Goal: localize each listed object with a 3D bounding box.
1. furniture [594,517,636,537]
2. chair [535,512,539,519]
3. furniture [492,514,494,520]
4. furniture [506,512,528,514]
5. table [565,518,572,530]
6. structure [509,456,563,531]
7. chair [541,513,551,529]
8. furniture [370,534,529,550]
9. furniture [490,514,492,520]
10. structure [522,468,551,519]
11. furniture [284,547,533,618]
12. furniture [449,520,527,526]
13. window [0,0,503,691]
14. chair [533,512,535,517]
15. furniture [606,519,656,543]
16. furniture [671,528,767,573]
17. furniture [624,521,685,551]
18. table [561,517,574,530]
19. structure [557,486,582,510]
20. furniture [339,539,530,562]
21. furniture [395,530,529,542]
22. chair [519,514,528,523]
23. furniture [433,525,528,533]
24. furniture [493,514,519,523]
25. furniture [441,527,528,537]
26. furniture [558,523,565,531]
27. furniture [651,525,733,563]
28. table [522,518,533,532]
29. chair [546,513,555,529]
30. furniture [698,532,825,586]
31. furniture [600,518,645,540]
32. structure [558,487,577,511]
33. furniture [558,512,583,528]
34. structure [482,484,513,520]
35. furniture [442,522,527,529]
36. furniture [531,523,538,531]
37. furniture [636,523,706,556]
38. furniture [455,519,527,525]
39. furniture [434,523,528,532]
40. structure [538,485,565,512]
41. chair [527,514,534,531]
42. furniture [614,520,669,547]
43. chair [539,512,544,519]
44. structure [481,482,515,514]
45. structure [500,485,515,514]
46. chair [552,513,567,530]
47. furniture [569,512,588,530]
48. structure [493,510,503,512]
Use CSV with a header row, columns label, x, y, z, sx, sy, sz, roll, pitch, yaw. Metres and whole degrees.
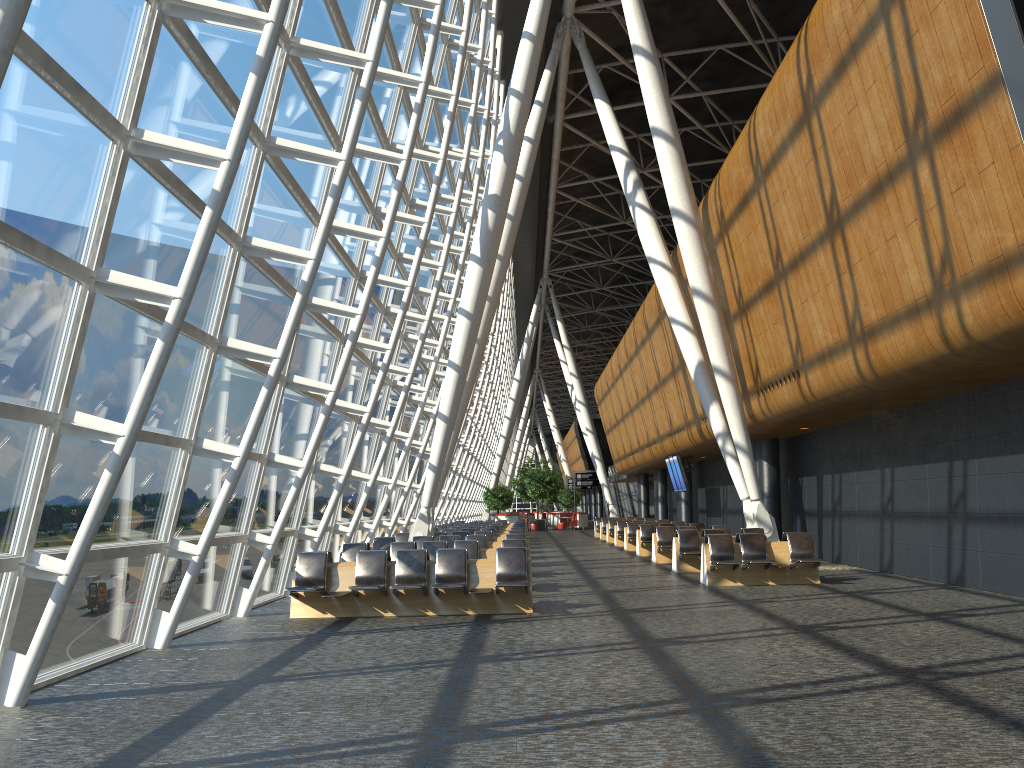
label,x,y,z,sx,sy,sz,roll,pitch,yaw
furniture,4.621,6.368,39.260,1.896,0.864,1.673,-1,-7,1
chair,2.181,10.265,67.251,0.660,1.005,0.626,0,-4,-14
furniture,-0.713,8.640,55.150,0.889,1.001,2.848,-2,-7,13
furniture,0.436,10.878,71.345,0.892,1.003,2.836,-6,-8,43
table,3.391,8.375,53.014,0.799,0.746,0.804,-3,-5,17
structure,1.357,6.675,54.033,3.092,4.511,5.846,-1,-6,-7
chair,2.317,8.670,55.870,0.663,1.005,0.624,-4,-4,36
furniture,-1.264,3.548,18.118,3.251,0.864,1.673,-1,-7,1
furniture,-0.416,11.547,75.453,3.251,0.864,1.673,-1,-7,1
structure,2.027,8.890,69.978,3.098,4.512,5.773,-3,-6,23
furniture,-1.353,2.712,12.121,3.251,0.864,1.673,-1,-7,1
furniture,-0.998,6.058,36.107,3.251,0.864,1.673,-1,-7,1
window,-1.315,5.461,79.038,3.720,13.949,167.525,-1,-8,1
chair,1.545,10.784,70.859,0.660,1.005,0.626,0,-4,-14
furniture,4.532,5.531,33.264,1.896,0.864,1.673,-1,-7,1
furniture,4.310,3.440,18.272,1.896,0.864,1.673,-1,-7,1
furniture,4.443,4.695,27.267,1.896,0.864,1.673,-1,-7,1
table,3.243,8.165,51.487,0.799,0.746,0.804,-3,-5,17
structure,4.038,8.589,61.871,1.734,2.766,1.788,2,-5,-42
furniture,-1.308,3.130,15.119,3.251,0.864,1.673,-1,-7,1
furniture,-1.220,3.967,21.116,3.251,0.864,1.673,-1,-7,1
chair,0.549,8.357,53.338,0.624,1.005,0.663,-3,-4,26
furniture,-1.131,4.803,27.112,3.251,0.864,1.673,-1,-7,1
furniture,-0.242,8.221,52.232,0.889,1.002,2.847,1,-8,-31
furniture,-1.175,4.385,24.114,3.251,0.864,1.673,-1,-7,1
furniture,2.873,8.269,51.132,0.443,0.458,0.446,-2,-5,13
furniture,4.355,3.858,21.271,1.896,0.864,1.673,-1,-7,1
table,0.826,8.145,50.940,0.799,0.746,0.804,1,-6,-28
chair,2.580,8.503,54.720,0.624,1.005,0.662,-4,-4,36
furniture,4.266,3.021,15.274,1.896,0.864,1.673,-1,-7,1
furniture,4.576,5.949,36.262,1.896,0.864,1.673,-1,-7,1
structure,4.512,9.924,72.270,1.886,2.981,1.944,2,-5,-42
furniture,3.586,8.627,55.774,0.889,1.002,2.847,1,-8,-31
structure,-0.802,7.138,50.687,1.734,2.766,1.788,2,-5,-42
furniture,-1.042,5.640,33.109,3.251,0.864,1.673,-1,-7,1
furniture,1.294,8.249,50.721,0.445,0.458,0.444,-6,-7,43
furniture,4.399,4.276,24.269,1.896,0.864,1.673,-1,-7,1
furniture,-0.953,6.476,39.105,3.251,0.864,1.673,-1,-7,1
furniture,-1.087,5.222,30.111,3.251,0.864,1.673,-1,-7,1
structure,2.898,8.765,65.431,2.281,3.460,2.230,-2,-4,13
chair,0.885,8.163,52.005,0.662,1.005,0.625,-3,-4,26
furniture,4.488,5.113,30.265,1.896,0.864,1.673,-1,-7,1
chair,2.428,9.715,63.361,0.663,1.005,0.624,-4,-4,36
structure,-0.851,7.451,53.593,1.918,2.955,1.875,0,-4,-25
structure,-0.695,8.098,57.827,1.785,2.838,1.840,2,-5,-42
chair,2.848,8.183,52.478,0.662,1.005,0.625,2,-5,-44
furniture,4.056,8.208,52.856,0.889,1.001,2.848,-2,-7,13
structure,-0.878,8.586,61.145,1.758,2.800,1.813,2,-5,-42
